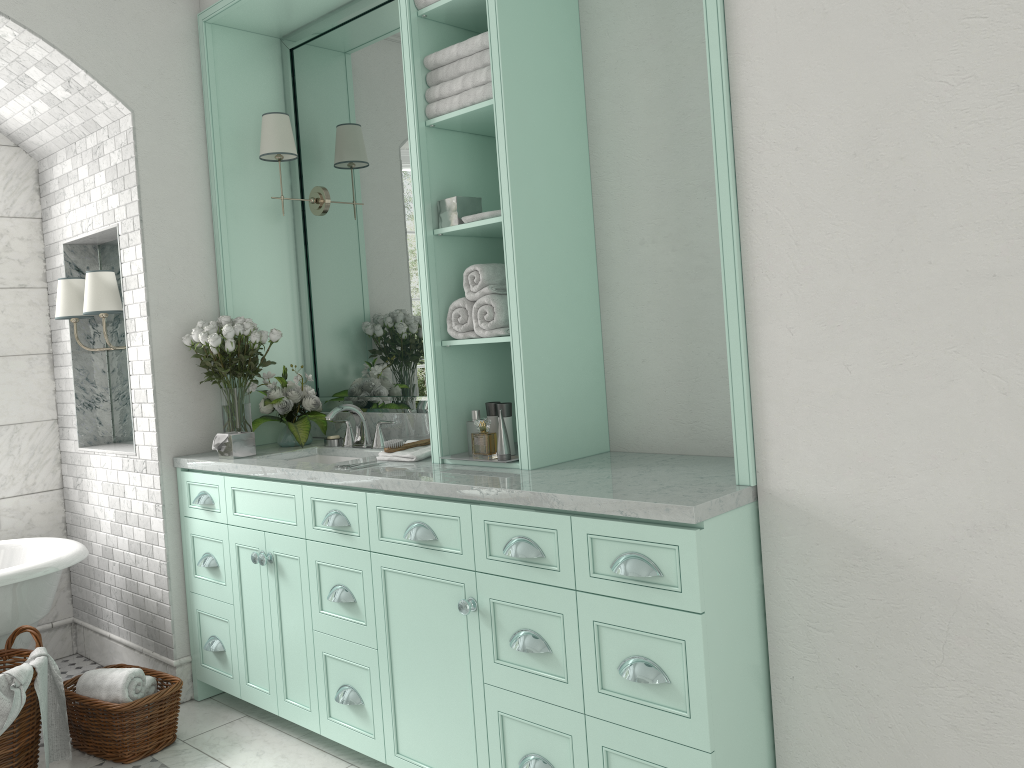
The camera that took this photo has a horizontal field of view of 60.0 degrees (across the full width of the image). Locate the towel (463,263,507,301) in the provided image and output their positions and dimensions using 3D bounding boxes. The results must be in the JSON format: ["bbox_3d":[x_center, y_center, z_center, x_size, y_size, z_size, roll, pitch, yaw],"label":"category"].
[{"bbox_3d":[-0.036,-0.378,3.282,0.168,0.142,0.299,-2,3,44],"label":"towel"}]

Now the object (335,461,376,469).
[{"bbox_3d":[-0.607,0.310,3.418,0.075,0.007,0.176,-2,4,35],"label":"object"}]

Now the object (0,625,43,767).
[{"bbox_3d":[-2.030,1.278,3.332,0.519,0.570,0.519,-5,2,-15],"label":"object"}]

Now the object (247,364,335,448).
[{"bbox_3d":[-1.060,0.103,4.283,0.452,0.402,0.395,-2,3,45],"label":"object"}]

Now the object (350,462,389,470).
[{"bbox_3d":[-0.541,0.308,3.345,0.168,0.005,0.020,-7,4,-42],"label":"object"}]

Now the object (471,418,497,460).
[{"bbox_3d":[-0.101,0.195,3.195,0.063,0.147,0.092,-5,2,-41],"label":"object"}]

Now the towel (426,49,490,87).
[{"bbox_3d":[-0.013,-1.159,3.340,0.400,0.068,0.495,-1,4,44],"label":"towel"}]

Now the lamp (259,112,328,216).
[{"bbox_3d":[-1.085,-1.063,4.338,0.183,0.487,0.309,-3,2,42],"label":"lamp"}]

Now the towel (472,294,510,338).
[{"bbox_3d":[0.006,-0.252,3.230,0.160,0.159,0.305,-2,3,44],"label":"towel"}]

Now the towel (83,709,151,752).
[{"bbox_3d":[-1.628,1.417,3.665,0.311,0.163,0.153,-2,3,34],"label":"towel"}]

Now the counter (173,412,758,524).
[{"bbox_3d":[-0.286,0.241,3.463,2.804,0.181,0.825,-1,4,44],"label":"counter"}]

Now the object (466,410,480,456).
[{"bbox_3d":[-0.129,0.181,3.278,0.093,0.170,0.035,-3,1,43],"label":"object"}]

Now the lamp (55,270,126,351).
[{"bbox_3d":[-2.083,-0.362,4.493,0.547,0.383,0.309,-2,3,44],"label":"lamp"}]

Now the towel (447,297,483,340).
[{"bbox_3d":[-0.093,-0.251,3.327,0.153,0.163,0.312,-2,3,44],"label":"towel"}]

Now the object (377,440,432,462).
[{"bbox_3d":[-0.411,0.270,3.552,0.316,0.056,0.240,-2,4,40],"label":"object"}]

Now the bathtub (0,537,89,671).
[{"bbox_3d":[-2.840,1.227,3.575,0.940,0.757,2.170,-2,4,44],"label":"bathtub"}]

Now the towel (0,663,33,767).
[{"bbox_3d":[-1.963,1.271,3.265,0.483,0.438,0.400,-2,3,44],"label":"towel"}]

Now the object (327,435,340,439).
[{"bbox_3d":[-0.835,0.250,4.145,0.052,0.022,0.077,-5,3,-26],"label":"object"}]

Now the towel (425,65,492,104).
[{"bbox_3d":[-0.017,-1.095,3.332,0.400,0.068,0.495,-1,4,43],"label":"towel"}]

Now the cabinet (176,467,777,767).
[{"bbox_3d":[-0.254,0.876,3.457,2.795,1.097,0.864,-1,3,44],"label":"cabinet"}]

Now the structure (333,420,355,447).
[{"bbox_3d":[-0.781,0.226,4.101,0.157,0.121,0.083,-3,2,28],"label":"structure"}]

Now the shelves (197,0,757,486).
[{"bbox_3d":[-0.280,-0.781,3.526,2.806,2.122,0.466,-2,2,44],"label":"shelves"}]

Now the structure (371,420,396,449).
[{"bbox_3d":[-0.557,0.221,3.917,0.157,0.121,0.083,-3,2,28],"label":"structure"}]

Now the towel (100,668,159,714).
[{"bbox_3d":[-1.655,1.309,3.784,0.312,0.186,0.165,-4,2,13],"label":"towel"}]

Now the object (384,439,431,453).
[{"bbox_3d":[-0.412,0.239,3.573,0.229,0.044,0.068,-6,3,-37],"label":"object"}]

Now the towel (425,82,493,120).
[{"bbox_3d":[-0.015,-1.034,3.327,0.400,0.068,0.495,-1,4,44],"label":"towel"}]

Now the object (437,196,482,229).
[{"bbox_3d":[-0.192,-0.633,3.289,0.122,0.105,0.117,-6,3,-41],"label":"object"}]

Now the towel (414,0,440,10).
[{"bbox_3d":[-0.058,-1.452,3.318,0.398,0.106,0.495,-1,4,44],"label":"towel"}]

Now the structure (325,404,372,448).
[{"bbox_3d":[-0.718,0.188,3.942,0.103,0.205,0.235,-3,2,33],"label":"structure"}]

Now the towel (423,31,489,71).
[{"bbox_3d":[-0.023,-1.216,3.330,0.400,0.062,0.495,-1,4,44],"label":"towel"}]

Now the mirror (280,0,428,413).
[{"bbox_3d":[-0.606,-0.831,4.104,1.434,1.932,0.015,-3,2,44],"label":"mirror"}]

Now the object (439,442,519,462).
[{"bbox_3d":[0.002,0.253,3.293,0.349,0.008,0.439,-1,4,44],"label":"object"}]

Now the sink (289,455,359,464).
[{"bbox_3d":[-0.813,0.375,3.844,0.602,0.079,0.347,-1,4,44],"label":"sink"}]

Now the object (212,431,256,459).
[{"bbox_3d":[-1.251,0.272,3.966,0.136,0.113,0.147,-2,3,39],"label":"object"}]

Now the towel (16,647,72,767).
[{"bbox_3d":[-1.971,1.290,3.342,0.460,0.469,0.382,-4,2,-7],"label":"towel"}]

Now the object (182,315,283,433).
[{"bbox_3d":[-1.295,0.003,4.138,0.392,0.653,0.356,-5,2,-35],"label":"object"}]

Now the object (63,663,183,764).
[{"bbox_3d":[-1.644,1.383,3.730,0.549,0.261,0.346,-2,3,34],"label":"object"}]

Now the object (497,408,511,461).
[{"bbox_3d":[-0.033,0.178,3.126,0.050,0.179,0.049,-5,1,-44],"label":"object"}]

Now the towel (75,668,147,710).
[{"bbox_3d":[-1.644,1.269,3.642,0.321,0.211,0.149,-3,2,26],"label":"towel"}]

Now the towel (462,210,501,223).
[{"bbox_3d":[0.007,-0.609,3.214,0.239,0.056,0.317,-2,4,40],"label":"towel"}]

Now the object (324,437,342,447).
[{"bbox_3d":[-0.840,0.270,4.163,0.080,0.035,0.133,-6,3,-28],"label":"object"}]
